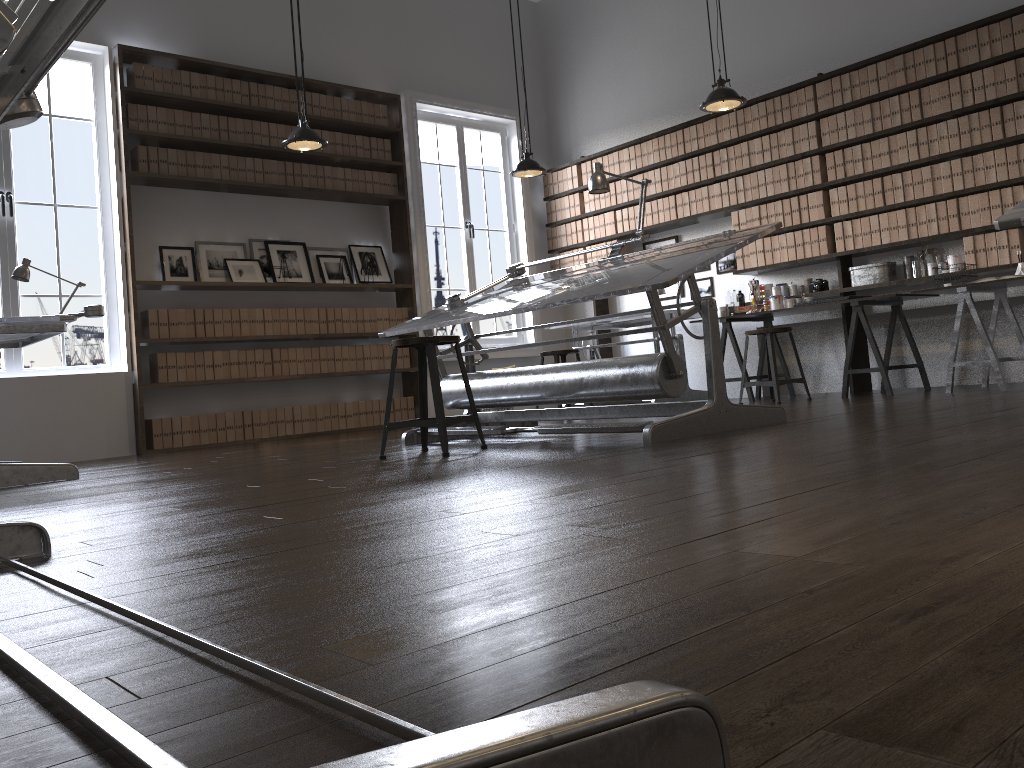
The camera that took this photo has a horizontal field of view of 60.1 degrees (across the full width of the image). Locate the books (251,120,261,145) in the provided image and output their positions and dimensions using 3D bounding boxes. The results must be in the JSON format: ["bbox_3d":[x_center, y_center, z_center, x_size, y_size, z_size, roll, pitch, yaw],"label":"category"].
[{"bbox_3d":[-2.131,-2.027,7.268,0.067,0.226,0.174,-2,-3,-41],"label":"books"}]

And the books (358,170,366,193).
[{"bbox_3d":[-1.380,-1.776,7.893,0.067,0.226,0.174,-2,-3,-41],"label":"books"}]

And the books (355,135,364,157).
[{"bbox_3d":[-1.401,-2.088,7.907,0.067,0.226,0.174,-2,-3,-41],"label":"books"}]

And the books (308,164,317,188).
[{"bbox_3d":[-1.742,-1.746,7.577,0.067,0.226,0.174,-2,-3,-41],"label":"books"}]

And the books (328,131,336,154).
[{"bbox_3d":[-1.611,-2.070,7.728,0.067,0.226,0.174,-2,-3,-41],"label":"books"}]

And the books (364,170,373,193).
[{"bbox_3d":[-1.325,-1.781,7.936,0.067,0.226,0.174,-2,-3,-41],"label":"books"}]

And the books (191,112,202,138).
[{"bbox_3d":[-2.506,-1.996,6.949,0.067,0.226,0.174,-2,-3,-41],"label":"books"}]

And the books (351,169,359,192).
[{"bbox_3d":[-1.432,-1.772,7.846,0.067,0.226,0.174,-2,-3,-41],"label":"books"}]

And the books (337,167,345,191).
[{"bbox_3d":[-1.538,-1.763,7.751,0.067,0.226,0.174,-2,-3,-41],"label":"books"}]

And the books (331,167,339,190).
[{"bbox_3d":[-1.586,-1.759,7.710,0.067,0.226,0.174,-2,-3,-41],"label":"books"}]

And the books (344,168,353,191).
[{"bbox_3d":[-1.482,-1.768,7.797,0.067,0.226,0.174,-2,-3,-41],"label":"books"}]

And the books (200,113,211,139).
[{"bbox_3d":[-2.450,-2.001,6.993,0.067,0.226,0.174,-2,-3,-41],"label":"books"}]

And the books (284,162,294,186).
[{"bbox_3d":[-1.902,-1.733,7.430,0.067,0.226,0.174,-2,-3,-41],"label":"books"}]

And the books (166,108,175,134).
[{"bbox_3d":[-2.659,-1.984,6.813,0.067,0.226,0.174,-2,-3,-41],"label":"books"}]

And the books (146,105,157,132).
[{"bbox_3d":[-2.759,-1.975,6.722,0.067,0.226,0.174,-2,-3,-41],"label":"books"}]

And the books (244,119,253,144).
[{"bbox_3d":[-2.185,-2.023,7.220,0.067,0.226,0.174,-2,-3,-41],"label":"books"}]

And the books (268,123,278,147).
[{"bbox_3d":[-2.021,-2.036,7.365,0.067,0.226,0.174,-2,-3,-41],"label":"books"}]

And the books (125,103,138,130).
[{"bbox_3d":[-2.868,-1.966,6.634,0.067,0.226,0.174,-2,-3,-41],"label":"books"}]

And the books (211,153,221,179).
[{"bbox_3d":[-2.378,-1.694,7.018,0.067,0.226,0.174,-2,-3,-41],"label":"books"}]

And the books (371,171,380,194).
[{"bbox_3d":[-1.269,-1.785,7.981,0.067,0.226,0.174,-2,-3,-41],"label":"books"}]

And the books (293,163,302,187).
[{"bbox_3d":[-1.849,-1.737,7.484,0.067,0.226,0.174,-2,-3,-41],"label":"books"}]

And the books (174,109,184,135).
[{"bbox_3d":[-2.606,-1.988,6.854,0.067,0.226,0.174,-2,-3,-41],"label":"books"}]

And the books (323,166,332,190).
[{"bbox_3d":[-1.634,-1.755,7.663,0.067,0.226,0.174,-2,-3,-41],"label":"books"}]

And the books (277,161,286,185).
[{"bbox_3d":[-1.961,-1.728,7.386,0.067,0.226,0.174,-2,-3,-41],"label":"books"}]

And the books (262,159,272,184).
[{"bbox_3d":[-2.054,-1.720,7.296,0.067,0.226,0.174,-2,-3,-41],"label":"books"}]

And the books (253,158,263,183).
[{"bbox_3d":[-2.108,-1.716,7.249,0.067,0.226,0.174,-2,-3,-41],"label":"books"}]

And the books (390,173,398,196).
[{"bbox_3d":[-1.122,-1.797,8.116,0.067,0.226,0.174,-2,-3,-41],"label":"books"}]

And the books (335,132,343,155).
[{"bbox_3d":[-1.558,-2.075,7.768,0.067,0.226,0.174,-2,-3,-41],"label":"books"}]

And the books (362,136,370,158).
[{"bbox_3d":[-1.351,-2.092,7.957,0.067,0.226,0.174,-2,-3,-41],"label":"books"}]

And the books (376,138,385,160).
[{"bbox_3d":[-1.239,-2.101,8.055,0.067,0.226,0.174,-2,-3,-41],"label":"books"}]

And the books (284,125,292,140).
[{"bbox_3d":[-1.922,-2.045,7.457,0.067,0.226,0.174,-2,-3,-41],"label":"books"}]

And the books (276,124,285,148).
[{"bbox_3d":[-1.968,-2.041,7.415,0.067,0.226,0.174,-2,-3,-41],"label":"books"}]

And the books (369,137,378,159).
[{"bbox_3d":[-1.291,-2.097,8.002,0.067,0.226,0.174,-2,-3,-41],"label":"books"}]

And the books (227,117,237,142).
[{"bbox_3d":[-2.287,-2.014,7.141,0.067,0.226,0.174,-2,-3,-41],"label":"books"}]

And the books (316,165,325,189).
[{"bbox_3d":[-1.688,-1.751,7.623,0.067,0.226,0.174,-2,-3,-41],"label":"books"}]

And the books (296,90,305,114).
[{"bbox_3d":[-1.839,-2.372,7.568,0.067,0.226,0.174,-2,-3,-41],"label":"books"}]

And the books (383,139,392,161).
[{"bbox_3d":[-1.180,-2.106,8.103,0.067,0.226,0.174,-2,-3,-41],"label":"books"}]

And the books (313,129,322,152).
[{"bbox_3d":[-1.711,-2.062,7.636,0.067,0.226,0.174,-2,-3,-41],"label":"books"}]

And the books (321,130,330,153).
[{"bbox_3d":[-1.658,-2.066,7.685,0.067,0.226,0.174,-2,-3,-41],"label":"books"}]

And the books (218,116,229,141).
[{"bbox_3d":[-2.339,-2.010,7.088,0.067,0.226,0.174,-2,-3,-41],"label":"books"}]

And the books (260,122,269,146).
[{"bbox_3d":[-2.079,-2.032,7.318,0.067,0.226,0.174,-2,-3,-41],"label":"books"}]

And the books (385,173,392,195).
[{"bbox_3d":[-1.174,-1.793,8.069,0.067,0.226,0.174,-2,-3,-41],"label":"books"}]

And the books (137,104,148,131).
[{"bbox_3d":[-2.815,-1.971,6.679,0.067,0.226,0.174,-2,-3,-41],"label":"books"}]

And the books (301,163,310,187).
[{"bbox_3d":[-1.792,-1.742,7.527,0.067,0.226,0.174,-2,-3,-41],"label":"books"}]

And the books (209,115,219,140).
[{"bbox_3d":[-2.399,-2.005,7.043,0.067,0.226,0.174,-2,-3,-41],"label":"books"}]

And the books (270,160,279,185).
[{"bbox_3d":[-2.009,-1.724,7.341,0.067,0.226,0.174,-2,-3,-41],"label":"books"}]

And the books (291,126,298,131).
[{"bbox_3d":[-1.868,-2.049,7.497,0.067,0.226,0.174,-2,-3,-41],"label":"books"}]

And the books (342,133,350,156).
[{"bbox_3d":[-1.511,-2.079,7.817,0.067,0.226,0.174,-2,-3,-41],"label":"books"}]

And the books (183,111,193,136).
[{"bbox_3d":[-2.559,-1.992,6.903,0.067,0.226,0.174,-2,-3,-41],"label":"books"}]

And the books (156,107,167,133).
[{"bbox_3d":[-2.706,-1.980,6.771,0.067,0.226,0.174,-2,-3,-41],"label":"books"}]

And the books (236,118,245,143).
[{"bbox_3d":[-2.236,-2.019,7.182,0.067,0.226,0.174,-2,-3,-41],"label":"books"}]

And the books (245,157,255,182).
[{"bbox_3d":[-2.165,-1.711,7.203,0.067,0.226,0.174,-2,-3,-41],"label":"books"}]

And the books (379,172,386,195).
[{"bbox_3d":[-1.218,-1.789,8.025,0.067,0.226,0.174,-2,-3,-41],"label":"books"}]

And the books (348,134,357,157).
[{"bbox_3d":[-1.458,-2.083,7.864,0.067,0.226,0.174,-2,-3,-41],"label":"books"}]
